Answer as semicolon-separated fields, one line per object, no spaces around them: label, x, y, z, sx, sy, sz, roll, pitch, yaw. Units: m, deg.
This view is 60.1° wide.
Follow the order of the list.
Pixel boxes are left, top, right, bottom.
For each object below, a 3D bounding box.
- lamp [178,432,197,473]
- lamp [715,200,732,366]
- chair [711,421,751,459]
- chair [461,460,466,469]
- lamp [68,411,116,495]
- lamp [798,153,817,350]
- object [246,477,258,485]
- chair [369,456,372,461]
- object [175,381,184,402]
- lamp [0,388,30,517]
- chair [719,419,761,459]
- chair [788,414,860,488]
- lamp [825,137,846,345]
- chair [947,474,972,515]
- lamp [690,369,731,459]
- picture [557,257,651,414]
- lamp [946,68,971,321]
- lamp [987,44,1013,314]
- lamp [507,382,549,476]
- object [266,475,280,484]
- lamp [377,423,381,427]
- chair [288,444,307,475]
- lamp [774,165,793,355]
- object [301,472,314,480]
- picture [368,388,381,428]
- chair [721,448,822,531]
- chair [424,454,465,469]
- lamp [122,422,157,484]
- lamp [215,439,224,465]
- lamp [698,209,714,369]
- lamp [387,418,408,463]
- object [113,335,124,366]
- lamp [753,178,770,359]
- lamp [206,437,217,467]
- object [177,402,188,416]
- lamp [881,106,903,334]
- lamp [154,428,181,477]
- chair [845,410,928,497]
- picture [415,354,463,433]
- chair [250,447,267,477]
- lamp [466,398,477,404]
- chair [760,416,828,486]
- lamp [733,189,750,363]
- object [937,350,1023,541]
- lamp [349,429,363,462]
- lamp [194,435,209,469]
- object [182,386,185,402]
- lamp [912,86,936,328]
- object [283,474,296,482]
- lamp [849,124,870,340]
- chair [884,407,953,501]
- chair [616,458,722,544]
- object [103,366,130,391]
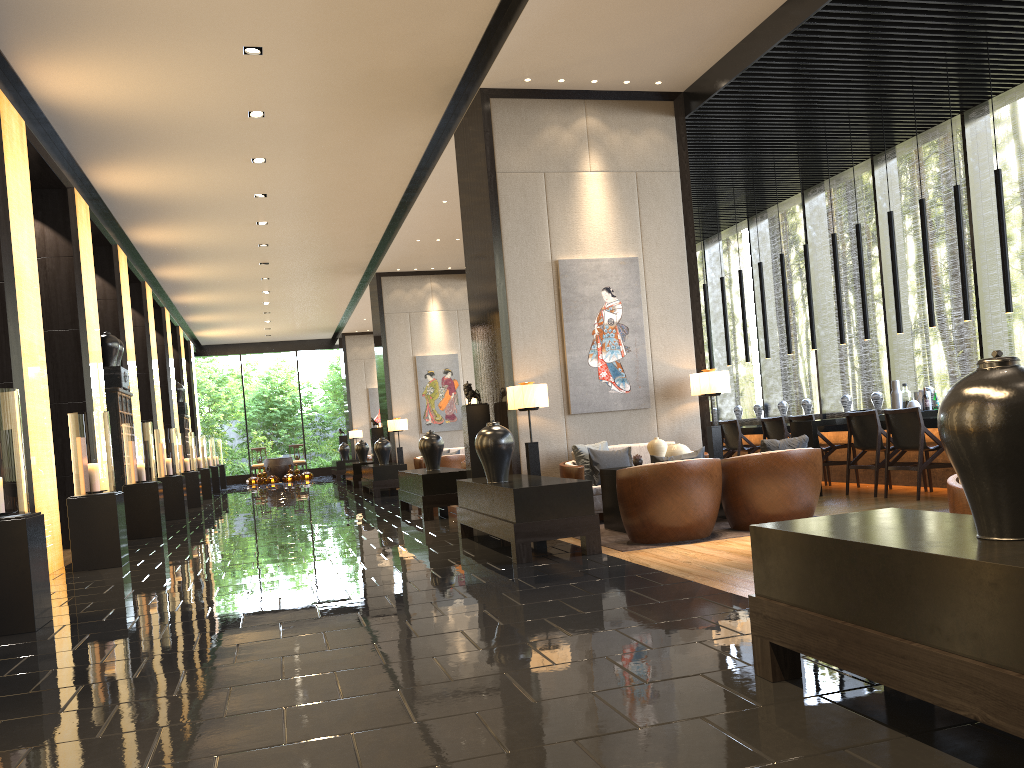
lamp;-6.073;1.274;16.497;0.336;0.729;0.337;-5;0;-13
lamp;2.988;-1.462;12.575;0.060;2.421;0.060;-5;0;-20
chair;2.783;0.893;11.713;0.562;0.827;0.526;-5;-1;-15
chair;-0.277;1.269;11.811;0.803;0.604;0.607;-4;-1;-15
lamp;-3.791;0.622;7.989;0.336;0.729;0.337;-5;0;-42
lamp;3.519;-1.614;10.595;0.060;2.421;0.060;-5;0;-20
object;-7.606;2.838;26.015;0.370;0.229;0.370;-5;-2;2
chair;-3.424;2.185;23.870;0.803;0.604;0.607;-4;-1;-15
object;-7.775;0.180;20.541;0.311;0.493;0.312;-4;-1;-41
lamp;-3.030;0.405;5.153;0.336;0.729;0.337;-5;0;-42
chair;2.932;0.851;11.158;0.562;0.827;0.526;-5;-1;-15
chair;3.344;0.733;9.624;0.562;0.827;0.526;-5;-1;-15
lamp;3.662;-1.655;10.062;0.060;2.421;0.060;-5;0;-20
chair;2.009;0.616;3.289;0.803;0.604;0.607;-4;-1;-15
lamp;1.983;0.532;8.662;0.375;1.351;0.374;-5;0;14
picture;0.908;-0.482;8.686;0.833;1.502;0.037;-5;0;-15
lamp;4.148;-1.794;8.251;0.060;2.421;0.060;-5;0;-20
lamp;4.274;-1.829;7.783;0.060;2.421;0.060;-5;0;-20
lamp;0.191;0.660;8.179;0.376;1.348;0.374;-5;0;36
object;-6.920;2.758;25.598;0.370;0.229;0.370;-5;-2;7
lamp;-2.590;1.452;18.546;0.375;1.351;0.375;-5;0;4
chair;-6.614;2.401;27.315;0.519;1.076;0.537;-5;0;-15
lamp;3.386;-1.576;11.093;0.060;2.421;0.060;-5;0;-20
object;-6.117;2.733;26.397;0.369;0.229;0.371;-3;-3;-43
picture;-3.743;0.846;26.023;0.833;1.502;0.037;-5;0;-15
chair;2.037;0.803;6.806;0.803;0.604;0.607;-4;-1;-15
chair;-1.086;1.517;15.153;0.803;0.604;0.607;-4;-1;-15
lamp;-4.551;0.840;10.825;0.336;0.729;0.337;-5;0;-10
lamp;-8.356;1.926;25.005;0.336;0.729;0.337;-5;0;-28
lamp;2.852;-1.423;13.082;0.060;2.421;0.060;-5;0;-20
lamp;-2.122;1.319;16.800;0.375;1.351;0.375;-5;0;4
object;-5.577;-0.448;12.346;0.311;0.493;0.312;-4;-1;-34
lamp;3.253;-1.538;11.589;0.060;2.421;0.060;-5;0;-20
lamp;-7.595;1.709;22.169;0.336;0.729;0.337;-5;0;-13
object;-7.774;0.595;20.699;0.365;0.315;0.607;-4;-2;-15
lamp;3.909;-1.725;9.141;0.060;2.421;0.060;-5;0;-20
lamp;-5.312;1.057;13.661;0.336;0.729;0.337;-5;0;-13
chair;3.606;0.658;8.646;0.562;0.827;0.526;-5;-1;-15
picture;-1.409;0.179;17.322;0.833;1.502;0.037;-5;0;-15
chair;-7.700;2.478;27.022;0.519;1.076;0.537;-5;0;-15
lamp;-0.276;0.808;9.925;0.375;1.319;0.374;-5;0;29
chair;3.195;0.776;10.180;0.562;0.827;0.526;-5;-1;-15
lamp;3.120;-1.500;12.085;0.060;2.421;0.060;-5;0;-20
object;1.299;0.157;2.335;0.311;0.493;0.312;-5;-1;-26
lamp;-4.452;1.984;25.485;0.375;1.351;0.374;-5;0;14
lamp;-6.834;1.492;19.333;0.336;0.729;0.337;-5;0;-13
object;-7.861;0.205;20.862;0.311;0.493;0.312;-4;-1;-34
lamp;4.030;-1.760;8.692;0.060;2.421;0.060;-5;0;-20
object;-6.478;2.727;25.722;0.369;0.229;0.370;-4;-2;-13
lamp;3.774;-1.687;9.646;0.060;2.421;0.060;-5;0;-20
chair;3.755;0.616;8.091;0.562;0.827;0.526;-5;-1;-15
chair;1.213;0.861;6.584;0.803;0.604;0.607;-4;-1;-15
object;-5.489;-0.057;12.182;0.365;0.315;0.607;-4;-2;-15
